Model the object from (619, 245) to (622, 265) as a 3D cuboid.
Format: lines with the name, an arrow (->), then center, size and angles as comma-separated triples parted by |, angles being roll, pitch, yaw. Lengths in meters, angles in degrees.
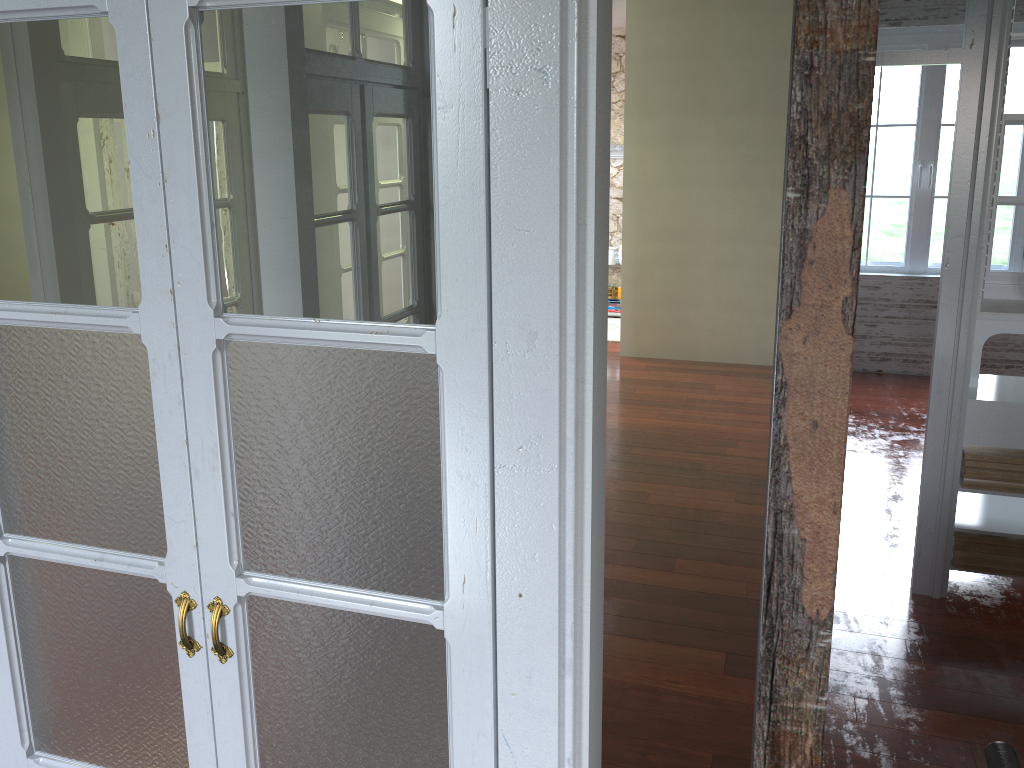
object -> 1.194, -1.371, 9.435 | 0.113, 0.207, 0.115 | -9, 16, -31

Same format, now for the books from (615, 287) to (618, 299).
books -> 1.152, -0.949, 9.628 | 0.034, 0.232, 0.185 | 3, 14, 17

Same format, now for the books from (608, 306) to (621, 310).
books -> 1.066, -0.826, 9.444 | 0.284, 0.031, 0.200 | 0, 15, 3

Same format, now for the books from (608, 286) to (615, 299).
books -> 1.073, -0.952, 9.651 | 0.057, 0.225, 0.173 | 3, 14, 17

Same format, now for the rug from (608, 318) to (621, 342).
rug -> 0.834, -0.563, 8.926 | 1.069, 0.016, 1.080 | 4, 16, 17

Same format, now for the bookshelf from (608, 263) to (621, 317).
bookshelf -> 0.774, -1.046, 9.683 | 1.402, 0.543, 0.405 | 4, 14, 17

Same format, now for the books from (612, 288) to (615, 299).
books -> 1.120, -0.943, 9.643 | 0.037, 0.211, 0.170 | 3, 14, 17

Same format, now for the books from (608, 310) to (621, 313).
books -> 1.066, -0.796, 9.451 | 0.285, 0.032, 0.200 | 4, 16, 17

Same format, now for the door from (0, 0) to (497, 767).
door -> -0.510, 0.391, 1.499 | 1.058, 2.154, 0.041 | 4, 13, 17

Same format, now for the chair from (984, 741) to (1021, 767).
chair -> 0.909, 1.085, 1.092 | 0.699, 1.011, 0.673 | 2, 14, 12

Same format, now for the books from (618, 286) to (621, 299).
books -> 1.183, -0.946, 9.614 | 0.034, 0.232, 0.185 | 3, 14, 17

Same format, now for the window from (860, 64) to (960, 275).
window -> 3.197, -1.748, 6.861 | 1.541, 1.916, 0.128 | 4, 13, 17

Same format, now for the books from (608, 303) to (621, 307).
books -> 1.062, -0.857, 9.441 | 0.255, 0.029, 0.176 | 6, 17, 22

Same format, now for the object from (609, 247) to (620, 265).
object -> 1.065, -1.376, 9.486 | 0.136, 0.192, 0.116 | -13, 18, -41

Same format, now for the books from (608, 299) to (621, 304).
books -> 1.065, -0.882, 9.433 | 0.204, 0.023, 0.145 | 4, 16, 17
